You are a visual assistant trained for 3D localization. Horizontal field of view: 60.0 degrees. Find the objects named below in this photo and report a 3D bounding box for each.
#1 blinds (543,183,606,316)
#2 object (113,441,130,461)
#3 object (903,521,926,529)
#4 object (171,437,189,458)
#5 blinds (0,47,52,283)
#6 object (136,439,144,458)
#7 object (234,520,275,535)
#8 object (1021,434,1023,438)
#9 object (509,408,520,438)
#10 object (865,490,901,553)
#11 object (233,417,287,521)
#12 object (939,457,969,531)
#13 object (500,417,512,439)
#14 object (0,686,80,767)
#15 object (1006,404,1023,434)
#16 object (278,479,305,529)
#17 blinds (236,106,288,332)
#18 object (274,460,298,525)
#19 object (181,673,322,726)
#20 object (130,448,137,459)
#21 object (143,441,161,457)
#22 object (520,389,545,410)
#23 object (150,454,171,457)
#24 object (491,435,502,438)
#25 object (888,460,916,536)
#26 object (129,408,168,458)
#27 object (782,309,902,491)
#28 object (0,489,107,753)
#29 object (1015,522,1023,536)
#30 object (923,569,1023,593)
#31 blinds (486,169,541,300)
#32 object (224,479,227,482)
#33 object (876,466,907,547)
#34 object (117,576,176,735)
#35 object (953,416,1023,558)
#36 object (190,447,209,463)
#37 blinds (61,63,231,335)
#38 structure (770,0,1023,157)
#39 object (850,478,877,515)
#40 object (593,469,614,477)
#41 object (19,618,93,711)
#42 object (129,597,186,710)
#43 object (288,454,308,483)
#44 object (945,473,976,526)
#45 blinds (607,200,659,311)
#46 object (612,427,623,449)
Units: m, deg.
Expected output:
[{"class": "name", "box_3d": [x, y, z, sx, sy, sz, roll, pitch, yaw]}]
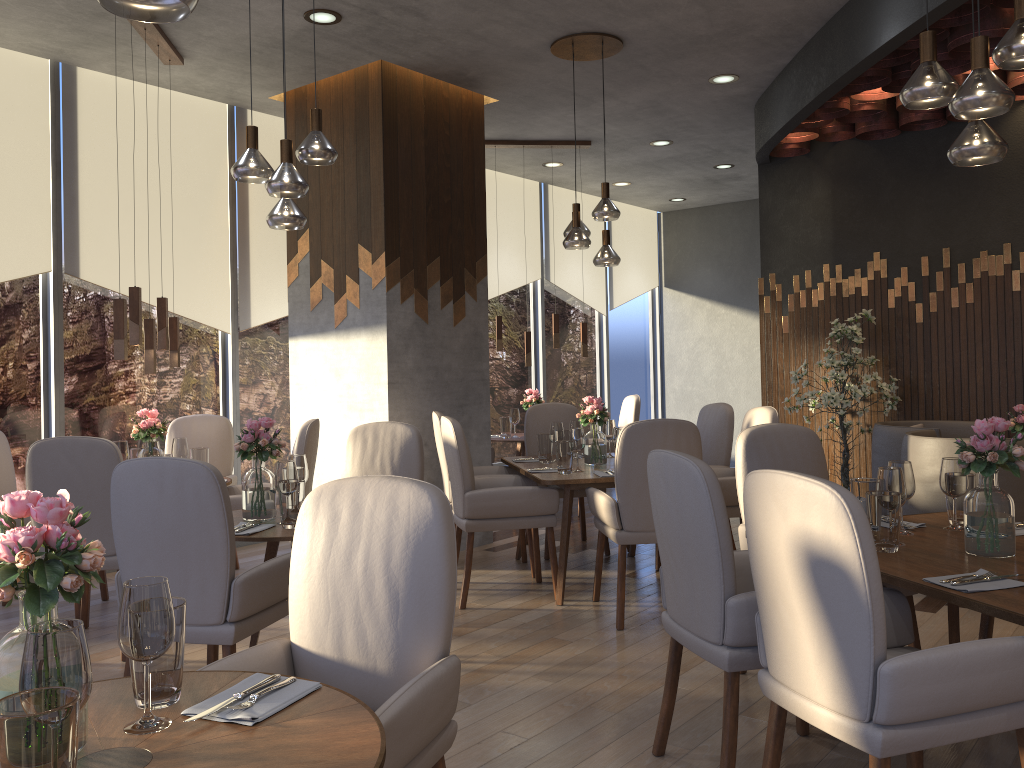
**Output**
[{"class": "blinds", "box_3d": [0.699, -2.107, 9.869, 0.007, 2.682, 1.173, -2, -1, 39]}, {"class": "object", "box_3d": [-2.101, 0.429, 4.759, 0.092, 0.244, 0.092, -1, -1, 16]}, {"class": "object", "box_3d": [1.352, 0.492, 3.147, 0.157, 0.019, 0.255, -2, 1, -21]}, {"class": "object", "box_3d": [-1.838, 0.421, 4.910, 0.092, 0.244, 0.092, -1, -1, -2]}, {"class": "blinds", "box_3d": [-3.205, -1.652, 4.985, 0.007, 2.682, 1.173, -2, -1, 39]}, {"class": "object", "box_3d": [-2.057, 0.424, 4.973, 0.092, 0.244, 0.092, -1, -1, -43]}, {"class": "object", "box_3d": [-1.005, 0.543, 3.372, 0.157, 0.019, 0.255, -1, 1, 13]}, {"class": "object", "box_3d": [2.960, 0.414, 5.082, 0.092, 0.244, 0.092, -1, -1, 12]}, {"class": "object", "box_3d": [0.024, 0.333, 7.559, 0.092, 0.244, 0.092, -1, -1, -29]}, {"class": "object", "box_3d": [1.146, 0.424, 2.731, 0.102, 0.178, 0.102, -1, 0, -2]}, {"class": "object", "box_3d": [-1.027, 0.341, 3.604, 0.210, 0.416, 0.198, -1, 0, -4]}, {"class": "object", "box_3d": [1.522, 0.378, 3.050, 0.092, 0.244, 0.092, -2, -1, 25]}, {"class": "object", "box_3d": [-0.051, 0.369, 7.481, 0.102, 0.178, 0.102, -1, 0, -3]}, {"class": "object", "box_3d": [-0.608, 0.494, 1.134, 0.102, 0.178, 0.102, -1, 0, -12]}, {"class": "object", "box_3d": [3.035, 0.324, 5.230, 0.210, 0.416, 0.198, -1, -1, 16]}, {"class": "object", "box_3d": [-0.841, 0.459, 3.386, 0.102, 0.178, 0.102, -1, 0, 19]}, {"class": "blinds", "box_3d": [-1.646, -1.732, 6.931, 0.007, 2.682, 1.173, -2, -1, 39]}, {"class": "object", "box_3d": [-0.886, 0.426, 3.486, 0.092, 0.244, 0.092, -2, -1, 32]}, {"class": "object", "box_3d": [-0.475, 0.563, 1.585, 0.157, 0.019, 0.255, -1, 1, 23]}, {"class": "object", "box_3d": [-2.123, 0.457, 5.059, 0.102, 0.178, 0.102, -1, -1, -45]}, {"class": "object", "box_3d": [-1.907, 0.426, 4.698, 0.092, 0.244, 0.092, -1, -1, 13]}, {"class": "object", "box_3d": [0.181, 0.245, 7.514, 0.210, 0.416, 0.198, -1, -1, 16]}, {"class": "object", "box_3d": [-1.830, 0.459, 4.618, 0.102, 0.178, 0.102, -1, 0, 19]}, {"class": "object", "box_3d": [-0.123, 0.447, 7.629, 0.255, 0.019, 0.157, -1, 1, -9]}, {"class": "object", "box_3d": [1.311, 0.383, 2.988, 0.092, 0.244, 0.092, -1, -1, 5]}, {"class": "object", "box_3d": [-1.987, 0.340, 4.858, 0.210, 0.416, 0.198, -1, -1, -39]}, {"class": "object", "box_3d": [2.312, 0.283, 6.247, 0.788, 1.617, 0.746, -2, -1, 45]}, {"class": "object", "box_3d": [-0.750, 0.374, 1.411, 0.210, 0.416, 0.198, -1, -1, 11]}, {"class": "object", "box_3d": [1.683, 0.488, 2.999, 0.255, 0.019, 0.157, -2, 1, -17]}, {"class": "object", "box_3d": [1.227, 0.510, 2.320, 0.255, 0.019, 0.157, -2, 1, -18]}, {"class": "blinds", "box_3d": [-0.081, -2.072, 8.895, 0.007, 2.682, 1.173, -2, -1, 39]}, {"class": "object", "box_3d": [-1.691, 0.532, 4.827, 0.255, 0.019, 0.157, -1, 1, -5]}, {"class": "object", "box_3d": [1.208, 0.389, 2.821, 0.092, 0.244, 0.092, -1, -1, 1]}, {"class": "object", "box_3d": [-0.617, 0.455, 1.498, 0.092, 0.244, 0.092, -1, -1, 3]}, {"class": "object", "box_3d": [1.435, 0.305, 2.653, 0.210, 0.416, 0.198, -1, 0, -4]}, {"class": "object", "box_3d": [-1.755, 0.450, 4.982, 0.102, 0.178, 0.102, -2, -1, 41]}, {"class": "blinds", "box_3d": [-2.425, -1.679, 5.958, 0.007, 2.682, 1.173, -2, -1, 39]}, {"class": "structure", "box_3d": [3.773, -1.937, 2.486, 2.755, 0.557, 9.450, -2, 1, -21]}, {"class": "object", "box_3d": [1.219, 0.417, 3.046, 0.102, 0.178, 0.102, -1, 0, -5]}, {"class": "object", "box_3d": [0.532, 0.480, 4.815, 0.157, 0.019, 0.255, -1, 1, -6]}, {"class": "object", "box_3d": [-0.637, 0.460, 1.240, 0.092, 0.244, 0.092, -2, -1, 25]}, {"class": "object", "box_3d": [-0.642, 0.487, 1.603, 0.102, 0.178, 0.102, -1, 0, -31]}, {"class": "object", "box_3d": [-0.906, 0.421, 3.744, 0.092, 0.244, 0.092, -1, -1, -6]}, {"class": "object", "box_3d": [1.587, 0.407, 3.137, 0.102, 0.178, 0.102, -2, 0, 39]}, {"class": "blinds", "box_3d": [1.478, -2.207, 10.844, 0.007, 2.682, 1.173, -2, -1, 39]}, {"class": "object", "box_3d": [0.607, 0.363, 4.963, 0.092, 0.244, 0.092, -2, -1, 41]}]
